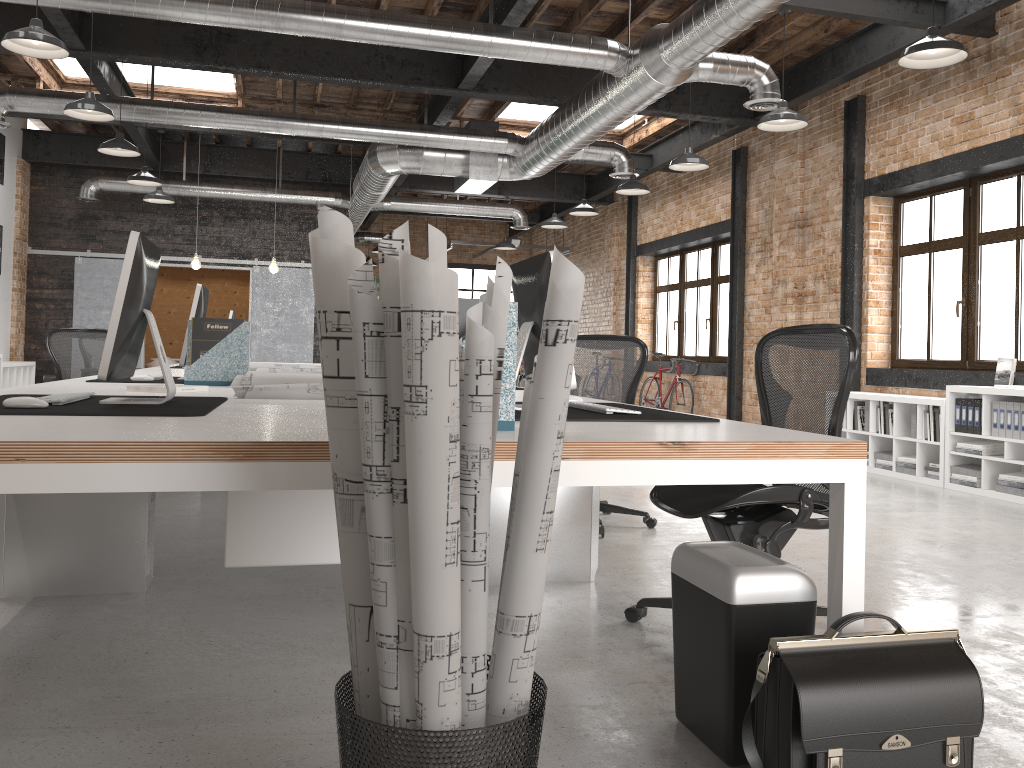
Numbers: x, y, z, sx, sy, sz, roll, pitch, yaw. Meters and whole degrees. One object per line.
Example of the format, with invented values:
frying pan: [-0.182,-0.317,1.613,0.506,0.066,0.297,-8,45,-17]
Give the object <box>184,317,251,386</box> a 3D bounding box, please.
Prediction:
object: [-1.371,-0.149,4.137,0.280,0.312,0.150,1,0,-15]

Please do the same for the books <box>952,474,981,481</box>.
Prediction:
books: [3.525,0.698,6.732,0.214,0.046,0.251,1,2,-15]

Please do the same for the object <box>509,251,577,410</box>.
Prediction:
object: [0.065,-0.163,2.842,0.189,0.485,0.484,2,0,-15]

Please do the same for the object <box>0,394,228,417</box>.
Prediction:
object: [-1.213,0.059,2.568,0.687,0.008,0.848,1,2,-14]

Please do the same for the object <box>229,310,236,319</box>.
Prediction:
object: [-2.412,-0.382,7.605,0.189,0.485,0.484,2,0,-15]

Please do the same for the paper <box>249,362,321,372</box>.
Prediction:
paper: [-1.621,-0.122,6.727,1.076,0.105,0.975,3,2,40]

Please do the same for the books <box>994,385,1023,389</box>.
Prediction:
books: [3.695,0.023,6.458,0.174,0.021,0.273,1,2,-15]

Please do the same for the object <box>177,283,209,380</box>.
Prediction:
object: [-1.621,-0.264,4.600,0.189,0.485,0.484,2,0,-15]

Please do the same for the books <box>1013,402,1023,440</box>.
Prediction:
books: [3.695,0.264,6.322,0.232,0.261,0.062,1,-1,-15]

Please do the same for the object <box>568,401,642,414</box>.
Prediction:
object: [0.280,0.075,2.869,0.118,0.017,0.439,1,2,-15]

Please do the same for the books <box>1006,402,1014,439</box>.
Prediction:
books: [3.679,0.262,6.384,0.232,0.261,0.062,1,-1,-15]

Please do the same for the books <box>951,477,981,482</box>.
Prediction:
books: [3.524,0.716,6.737,0.219,0.034,0.260,1,2,-15]

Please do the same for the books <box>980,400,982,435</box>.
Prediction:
books: [3.614,0.253,6.607,0.232,0.261,0.062,1,-1,-15]

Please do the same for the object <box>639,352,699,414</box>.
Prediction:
object: [2.127,0.080,12.331,0.401,1.040,1.738,2,1,-20]

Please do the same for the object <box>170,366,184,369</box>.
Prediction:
object: [-2.531,-0.138,7.575,0.687,0.008,0.849,1,2,-16]

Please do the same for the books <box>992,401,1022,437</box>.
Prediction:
books: [3.646,0.257,6.509,0.232,0.261,0.062,1,-1,-15]

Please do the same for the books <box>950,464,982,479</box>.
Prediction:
books: [3.525,0.661,6.752,0.217,0.078,0.291,1,2,-15]

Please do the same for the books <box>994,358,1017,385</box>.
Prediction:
books: [3.802,-0.088,6.829,0.065,0.224,0.161,2,0,-15]

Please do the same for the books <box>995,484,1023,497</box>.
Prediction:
books: [3.654,0.754,6.330,0.217,0.072,0.289,1,2,-15]

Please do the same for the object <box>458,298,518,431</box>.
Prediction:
object: [-0.144,-0.051,2.108,0.280,0.312,0.150,1,0,-15]

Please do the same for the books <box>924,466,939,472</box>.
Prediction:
books: [3.481,0.677,7.061,0.222,0.055,0.282,1,2,-14]

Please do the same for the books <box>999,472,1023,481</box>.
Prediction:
books: [3.658,0.659,6.312,0.214,0.052,0.252,1,2,-15]

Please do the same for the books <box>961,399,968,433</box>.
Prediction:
books: [3.564,0.245,6.795,0.232,0.261,0.062,1,-1,-15]

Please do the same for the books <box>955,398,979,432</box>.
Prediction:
books: [3.548,0.243,6.856,0.232,0.261,0.062,1,-1,-15]

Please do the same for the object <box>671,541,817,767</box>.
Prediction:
object: [0.574,0.656,2.222,0.250,0.466,0.338,2,0,-15]

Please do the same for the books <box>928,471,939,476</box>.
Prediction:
books: [3.460,0.706,7.043,0.163,0.047,0.239,1,2,-14]

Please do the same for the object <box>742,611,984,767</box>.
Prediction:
object: [0.732,0.694,1.888,0.548,0.430,0.268,1,0,-17]

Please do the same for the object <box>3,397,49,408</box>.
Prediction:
object: [-1.257,0.047,2.291,0.106,0.028,0.059,1,1,-16]

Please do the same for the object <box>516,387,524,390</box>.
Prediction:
object: [-0.355,0.007,4.850,0.687,0.008,0.848,1,2,-14]

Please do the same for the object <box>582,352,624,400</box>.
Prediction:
object: [1.470,-0.018,14.830,0.401,1.040,1.738,2,1,-20]

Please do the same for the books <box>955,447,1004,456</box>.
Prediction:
books: [3.537,0.503,6.702,0.206,0.061,0.274,1,2,-15]

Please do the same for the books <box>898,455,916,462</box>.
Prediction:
books: [3.368,0.619,7.335,0.214,0.052,0.252,1,2,-15]

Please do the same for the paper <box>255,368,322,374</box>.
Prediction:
paper: [-1.027,-0.066,5.445,1.133,0.082,0.083,1,1,-20]

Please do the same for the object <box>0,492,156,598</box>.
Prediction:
object: [-1.691,0.564,3.443,0.543,0.455,0.221,1,0,-15]

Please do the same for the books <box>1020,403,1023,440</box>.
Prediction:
books: [3.712,0.267,6.259,0.232,0.261,0.062,1,-1,-15]

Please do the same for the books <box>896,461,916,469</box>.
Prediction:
books: [3.362,0.663,7.345,0.206,0.067,0.275,1,2,-15]

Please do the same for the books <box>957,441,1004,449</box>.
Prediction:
books: [3.544,0.459,6.691,0.214,0.046,0.251,1,2,-15]

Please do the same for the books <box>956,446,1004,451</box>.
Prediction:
books: [3.543,0.477,6.695,0.219,0.034,0.260,1,2,-15]

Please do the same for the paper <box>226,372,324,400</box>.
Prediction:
paper: [-0.662,0.003,3.653,0.975,0.105,1.075,1,2,-17]

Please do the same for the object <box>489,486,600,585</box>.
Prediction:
object: [0.093,0.599,3.797,0.541,0.455,0.221,1,0,-15]

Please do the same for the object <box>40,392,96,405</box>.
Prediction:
object: [-1.334,0.041,2.609,0.118,0.017,0.439,1,2,-15]

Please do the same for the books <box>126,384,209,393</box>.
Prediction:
books: [-1.348,0.018,3.470,0.200,0.024,0.235,2,2,19]

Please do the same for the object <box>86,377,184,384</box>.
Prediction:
object: [-1.742,-0.020,4.578,0.687,0.008,0.848,1,2,-14]

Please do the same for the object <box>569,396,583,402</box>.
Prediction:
object: [0.204,0.056,3.188,0.106,0.028,0.059,1,1,-14]

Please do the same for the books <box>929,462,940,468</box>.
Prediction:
books: [3.483,0.645,7.037,0.199,0.055,0.240,1,2,-14]

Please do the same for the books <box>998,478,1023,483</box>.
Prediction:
books: [3.657,0.677,6.316,0.219,0.039,0.260,1,2,-15]

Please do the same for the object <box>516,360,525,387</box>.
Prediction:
object: [0.084,-0.207,16.996,0.813,1.361,2.177,2,1,-27]

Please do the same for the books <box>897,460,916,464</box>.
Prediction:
books: [3.368,0.637,7.339,0.219,0.039,0.260,1,2,-15]

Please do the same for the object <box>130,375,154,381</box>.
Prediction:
object: [-1.772,-0.030,4.245,0.106,0.028,0.059,1,1,-16]

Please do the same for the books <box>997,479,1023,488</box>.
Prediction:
books: [3.651,0.704,6.322,0.206,0.067,0.275,1,2,-15]

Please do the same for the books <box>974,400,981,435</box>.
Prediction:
books: [3.597,0.250,6.670,0.232,0.261,0.062,1,-1,-15]

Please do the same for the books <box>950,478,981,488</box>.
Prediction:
books: [3.519,0.742,6.743,0.206,0.061,0.274,1,2,-15]

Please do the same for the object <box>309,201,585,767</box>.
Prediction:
object: [-0.130,0.298,1.506,0.412,1.211,0.440,2,-1,-37]

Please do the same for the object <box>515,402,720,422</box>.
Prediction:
object: [0.171,0.085,2.852,0.687,0.008,0.848,1,2,-15]

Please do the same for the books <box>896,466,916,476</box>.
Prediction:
books: [3.365,0.714,7.353,0.217,0.072,0.289,1,2,-15]

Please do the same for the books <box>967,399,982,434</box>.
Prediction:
books: [3.581,0.248,6.732,0.232,0.261,0.062,1,-1,-15]

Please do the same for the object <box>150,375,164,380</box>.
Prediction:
object: [-1.848,-0.036,4.564,0.118,0.017,0.439,1,2,-15]

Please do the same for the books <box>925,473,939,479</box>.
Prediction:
books: [3.463,0.734,7.058,0.184,0.049,0.261,1,2,-14]

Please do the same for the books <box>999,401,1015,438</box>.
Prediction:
books: [3.662,0.259,6.447,0.232,0.261,0.062,1,-1,-15]

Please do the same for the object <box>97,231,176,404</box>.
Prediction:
object: [-1.106,-0.187,2.645,0.189,0.485,0.484,2,0,-15]
